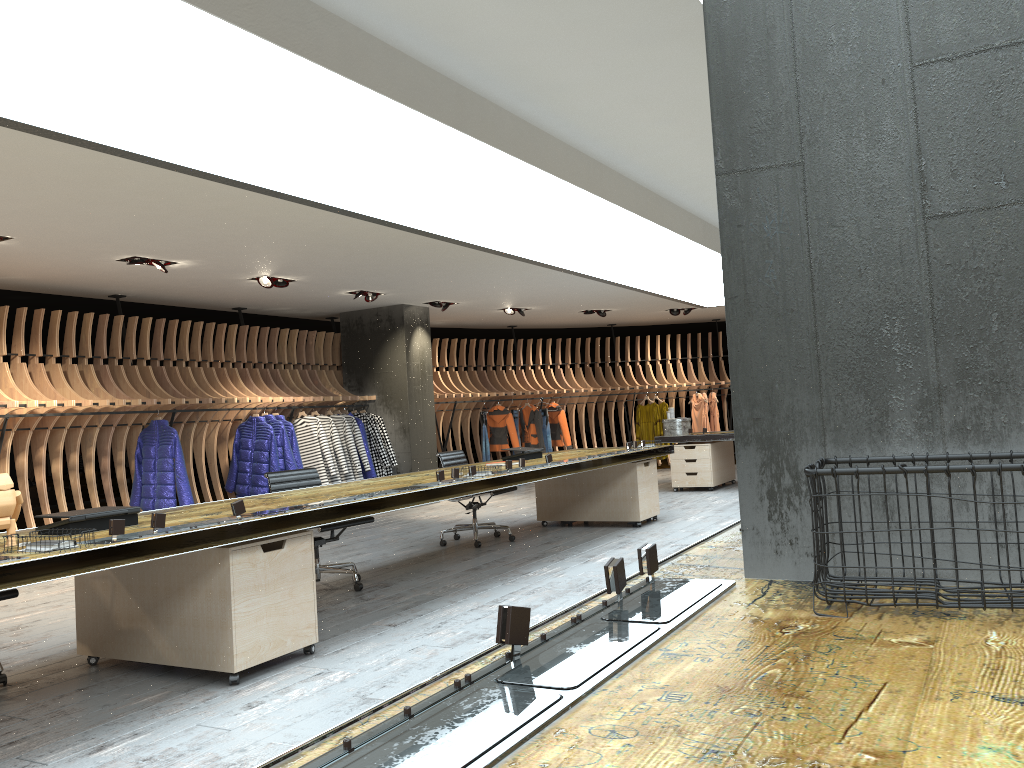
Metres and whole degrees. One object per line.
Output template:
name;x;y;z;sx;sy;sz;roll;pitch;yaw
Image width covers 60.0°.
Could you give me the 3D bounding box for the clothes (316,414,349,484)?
clothes;-2.379;0.916;11.289;0.752;1.063;0.128;-5;-3;27

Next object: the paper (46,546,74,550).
paper;-1.790;0.634;3.439;0.176;0.004;0.130;-5;-3;35

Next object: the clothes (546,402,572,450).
clothes;0.742;0.756;15.295;0.201;0.882;0.838;-2;-3;-31

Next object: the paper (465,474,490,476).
paper;-0.233;0.641;6.256;0.176;0.004;0.130;-5;-3;35

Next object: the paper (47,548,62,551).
paper;-1.790;0.635;3.439;0.176;0.004;0.130;-5;-2;33

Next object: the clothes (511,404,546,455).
clothes;0.281;0.774;14.949;0.201;0.882;0.838;-1;-4;-41

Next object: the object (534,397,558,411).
object;0.504;0.348;15.165;0.549;0.243;0.023;-4;-3;5

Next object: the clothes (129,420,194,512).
clothes;-3.695;0.991;9.218;0.884;1.240;0.245;-5;-3;26

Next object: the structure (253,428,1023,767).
structure;0.186;0.867;3.911;4.833;0.845;18.472;-5;-2;29

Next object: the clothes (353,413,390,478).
clothes;-1.972;0.972;11.983;0.806;1.188;0.191;-5;-3;29

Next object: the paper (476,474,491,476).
paper;-0.232;0.642;6.256;0.176;0.004;0.130;-5;-2;33

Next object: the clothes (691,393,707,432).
clothes;3.404;0.740;16.106;0.125;1.157;0.447;-2;-3;-26

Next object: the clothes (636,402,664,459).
clothes;2.462;0.854;15.923;0.168;1.045;0.664;-2;-3;-30

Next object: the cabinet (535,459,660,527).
cabinet;0.878;1.121;9.150;1.131;0.631;0.593;-5;-3;29

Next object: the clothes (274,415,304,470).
clothes;-2.868;0.995;10.717;0.884;1.240;0.245;-5;-3;26

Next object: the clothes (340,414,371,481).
clothes;-2.166;0.917;11.676;0.752;1.063;0.128;-5;-3;27

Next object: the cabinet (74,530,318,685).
cabinet;-1.635;1.109;4.592;1.131;0.631;0.593;-5;-3;29

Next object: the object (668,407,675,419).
object;2.302;0.423;12.325;0.262;0.204;0.088;-5;-3;27

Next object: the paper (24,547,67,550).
paper;-1.790;0.634;3.439;0.176;0.004;0.130;-5;-2;33

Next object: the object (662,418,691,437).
object;2.306;0.605;12.382;0.302;0.239;0.497;-5;-3;29

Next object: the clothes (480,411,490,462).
clothes;-0.400;1.147;14.402;0.200;1.423;0.308;-4;-3;6

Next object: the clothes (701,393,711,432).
clothes;3.521;0.733;16.117;0.125;1.157;0.447;-3;-3;-1

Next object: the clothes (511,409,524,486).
clothes;0.061;1.132;14.777;0.200;1.423;0.308;-5;-3;21

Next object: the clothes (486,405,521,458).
clothes;-0.201;0.790;14.654;0.838;0.882;0.201;-6;-4;44

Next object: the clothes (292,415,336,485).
clothes;-2.493;0.916;11.083;0.752;1.063;0.128;-5;-3;27

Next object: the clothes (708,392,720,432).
clothes;3.685;0.724;16.123;0.125;1.157;0.447;-3;-3;-6

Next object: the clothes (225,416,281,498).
clothes;-3.091;1.006;10.475;0.879;1.261;0.242;-5;-3;25

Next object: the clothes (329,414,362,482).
clothes;-2.252;0.917;11.519;0.752;1.063;0.128;-5;-3;27

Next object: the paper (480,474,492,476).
paper;-0.232;0.642;6.256;0.176;0.004;0.130;-5;-2;33

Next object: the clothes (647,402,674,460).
clothes;2.638;0.845;15.972;0.168;1.045;0.664;-2;-3;-30

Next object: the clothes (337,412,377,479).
clothes;-2.175;0.996;11.914;0.884;1.240;0.245;-5;-3;26

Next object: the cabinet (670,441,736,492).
cabinet;2.669;1.130;12.389;0.593;0.631;1.131;-5;-3;29

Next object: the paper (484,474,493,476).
paper;-0.232;0.643;6.256;0.176;0.004;0.130;-5;-2;31

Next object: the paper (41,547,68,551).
paper;-1.790;0.635;3.439;0.176;0.004;0.130;-5;-3;36

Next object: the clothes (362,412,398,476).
clothes;-1.889;0.973;12.152;0.799;1.186;0.191;-5;-3;29

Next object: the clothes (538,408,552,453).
clothes;0.544;1.116;15.125;0.309;1.423;0.200;-4;-3;1

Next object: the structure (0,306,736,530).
structure;-1.260;-0.051;0.078;14.872;2.442;36.547;-5;-2;29

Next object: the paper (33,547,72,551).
paper;-1.790;0.637;3.439;0.176;0.004;0.130;-5;-3;37

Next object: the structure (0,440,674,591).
structure;-1.314;0.996;4.981;1.161;0.845;10.449;-5;-2;29

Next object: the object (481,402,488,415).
object;-0.448;0.379;14.436;0.023;0.243;0.549;-4;-2;10

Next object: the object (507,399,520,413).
object;0.018;0.365;14.824;0.023;0.243;0.549;-5;-3;25

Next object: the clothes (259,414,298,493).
clothes;-2.885;0.987;10.523;0.883;1.247;0.249;-5;-3;26
